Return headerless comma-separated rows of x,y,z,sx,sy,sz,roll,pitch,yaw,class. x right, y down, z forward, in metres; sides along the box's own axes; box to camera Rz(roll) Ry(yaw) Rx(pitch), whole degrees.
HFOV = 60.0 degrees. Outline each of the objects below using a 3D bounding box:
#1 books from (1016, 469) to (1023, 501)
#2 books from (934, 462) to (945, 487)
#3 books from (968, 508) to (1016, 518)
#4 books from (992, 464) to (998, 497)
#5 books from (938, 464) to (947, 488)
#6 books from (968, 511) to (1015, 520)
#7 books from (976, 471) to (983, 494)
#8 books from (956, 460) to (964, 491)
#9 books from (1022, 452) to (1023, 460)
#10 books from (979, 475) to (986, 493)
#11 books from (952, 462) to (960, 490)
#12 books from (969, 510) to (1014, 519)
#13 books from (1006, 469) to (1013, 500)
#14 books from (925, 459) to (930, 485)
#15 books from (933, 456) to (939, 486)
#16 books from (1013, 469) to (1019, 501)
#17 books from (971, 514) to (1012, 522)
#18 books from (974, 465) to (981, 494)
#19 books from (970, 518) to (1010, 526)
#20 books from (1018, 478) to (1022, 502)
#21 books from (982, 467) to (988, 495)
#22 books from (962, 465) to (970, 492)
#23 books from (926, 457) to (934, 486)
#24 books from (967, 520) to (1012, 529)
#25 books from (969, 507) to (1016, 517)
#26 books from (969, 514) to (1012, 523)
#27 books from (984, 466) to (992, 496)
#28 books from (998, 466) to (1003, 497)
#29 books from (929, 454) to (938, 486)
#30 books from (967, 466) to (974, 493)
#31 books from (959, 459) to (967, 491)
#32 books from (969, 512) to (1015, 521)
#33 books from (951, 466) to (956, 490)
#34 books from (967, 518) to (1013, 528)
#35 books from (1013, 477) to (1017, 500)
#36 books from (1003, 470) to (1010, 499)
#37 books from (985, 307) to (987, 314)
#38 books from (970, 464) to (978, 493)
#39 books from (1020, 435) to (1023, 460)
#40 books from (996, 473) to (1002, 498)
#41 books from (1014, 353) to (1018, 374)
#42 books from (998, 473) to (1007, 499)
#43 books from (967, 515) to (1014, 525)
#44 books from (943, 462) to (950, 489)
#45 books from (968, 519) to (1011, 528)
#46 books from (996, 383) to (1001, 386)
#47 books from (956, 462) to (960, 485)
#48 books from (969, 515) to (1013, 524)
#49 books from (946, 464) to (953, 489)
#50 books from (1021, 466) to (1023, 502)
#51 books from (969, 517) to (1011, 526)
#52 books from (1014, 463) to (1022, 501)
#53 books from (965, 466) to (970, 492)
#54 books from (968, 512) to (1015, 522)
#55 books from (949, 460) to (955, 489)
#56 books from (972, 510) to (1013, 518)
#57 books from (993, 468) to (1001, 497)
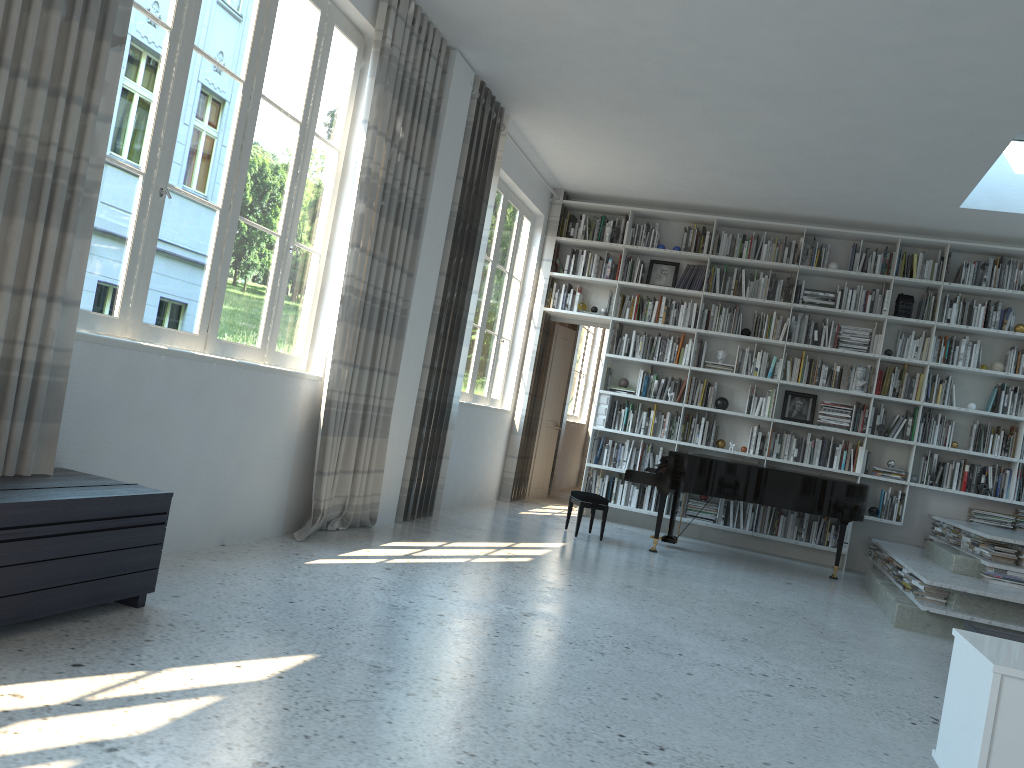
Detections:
4.525,0.905,7.942,0.015,0.287,0.138,10,-1,16,books
3.897,0.827,8.116,0.065,0.231,0.162,10,-1,16,books
4.317,1.160,7.983,0.345,0.007,0.193,10,-2,14,books
4.337,0.870,7.995,0.013,0.294,0.134,10,-1,16,books
3.933,0.840,8.106,0.011,0.217,0.175,10,-1,16,books
4.310,1.182,7.974,0.345,0.007,0.193,10,-2,11,books
4.215,0.891,8.028,0.022,0.211,0.135,10,-1,16,books
4.074,0.830,8.078,0.012,0.285,0.159,10,-1,16,books
4.577,0.593,7.940,0.023,0.186,0.159,10,-1,16,books
4.233,0.909,8.015,0.025,0.181,0.169,10,-1,16,books
4.026,0.838,8.073,0.025,0.252,0.181,10,-1,16,books
4.314,1.175,7.982,0.345,0.007,0.193,9,-2,18,books
4.442,0.898,7.953,0.025,0.272,0.171,10,-1,16,books
3.803,0.807,8.155,0.015,0.240,0.152,10,-1,16,books
3.864,0.798,8.122,0.010,0.277,0.174,10,-1,16,books
4.500,0.901,7.952,0.012,0.286,0.158,10,-1,16,books
4.307,1.204,7.974,0.308,0.008,0.195,9,-2,21,books
4.196,0.862,8.034,0.026,0.263,0.169,10,-1,16,books
4.297,1.241,7.977,0.308,0.008,0.195,9,-2,20,books
4.544,0.946,7.946,0.033,0.213,0.140,10,-1,16,books
4.256,0.879,8.013,0.012,0.249,0.164,10,-1,16,books
4.097,0.854,8.051,0.031,0.244,0.185,10,-1,16,books
3.816,0.800,8.126,0.023,0.256,0.178,10,-1,16,books
4.293,1.263,7.976,0.345,0.007,0.193,9,-2,20,books
4.318,1.153,7.983,0.345,0.007,0.193,9,-2,18,books
4.306,1.212,7.988,0.308,0.008,0.195,10,-2,16,books
4.293,0.876,7.997,0.070,0.266,0.186,10,-1,16,books
4.384,0.884,7.995,0.012,0.282,0.143,10,-1,16,books
3.844,0.786,8.118,0.030,0.294,0.188,10,-1,16,books
4.151,0.864,8.056,0.021,0.242,0.131,10,-1,16,books
4.081,0.826,8.054,0.012,0.293,0.175,10,-1,16,books
4.311,1.190,7.982,0.345,0.007,0.193,9,-2,18,books
4.010,0.851,8.093,0.012,0.221,0.153,10,-1,16,books
4.294,1.248,7.974,0.345,0.007,0.193,9,-2,21,books
4.469,0.935,7.938,0.027,0.208,0.164,10,-1,16,books
4.417,0.901,7.960,0.026,0.258,0.157,10,-1,16,books
4.315,-0.611,8.127,0.010,0.271,0.120,10,-1,16,books
4.170,0.857,8.034,0.026,0.262,0.173,10,-1,16,books
4.570,0.558,7.956,0.012,0.254,0.161,10,-1,16,books
4.360,0.910,7.974,0.013,0.220,0.168,10,-1,16,books
4.543,-0.179,8.029,0.011,0.227,0.131,10,-1,16,books
4.388,0.911,7.960,0.025,0.228,0.176,10,-1,16,books
4.302,1.226,7.982,0.345,0.007,0.193,10,-2,14,books
3.956,0.836,8.111,0.029,0.234,0.142,10,-1,16,books
4.294,1.255,7.977,0.308,0.008,0.195,10,-2,12,books
4.397,0.138,8.040,0.016,0.290,0.135,10,-1,16,books
4.054,0.839,8.098,0.016,0.261,0.098,10,-1,16,books
4.301,1.218,7.975,0.308,0.008,0.195,10,-2,11,books
3.979,0.843,8.099,0.024,0.228,0.160,10,-1,16,books
4.576,0.893,7.940,0.013,0.327,0.131,10,-1,16,books
4.299,1.233,7.982,0.308,0.008,0.195,9,-2,18,books
4.515,0.878,7.944,0.014,0.337,0.132,10,-1,16,books
4.127,0.863,8.056,0.025,0.237,0.156,10,-1,16,books
4.309,1.197,7.979,0.345,0.007,0.193,10,-2,13,books
4.000,0.826,8.092,0.014,0.268,0.171,10,-1,16,books
4.315,1.168,7.982,0.308,0.008,0.195,9,-2,18,books
4.351,0.887,7.991,0.021,0.264,0.150,10,-1,16,books
